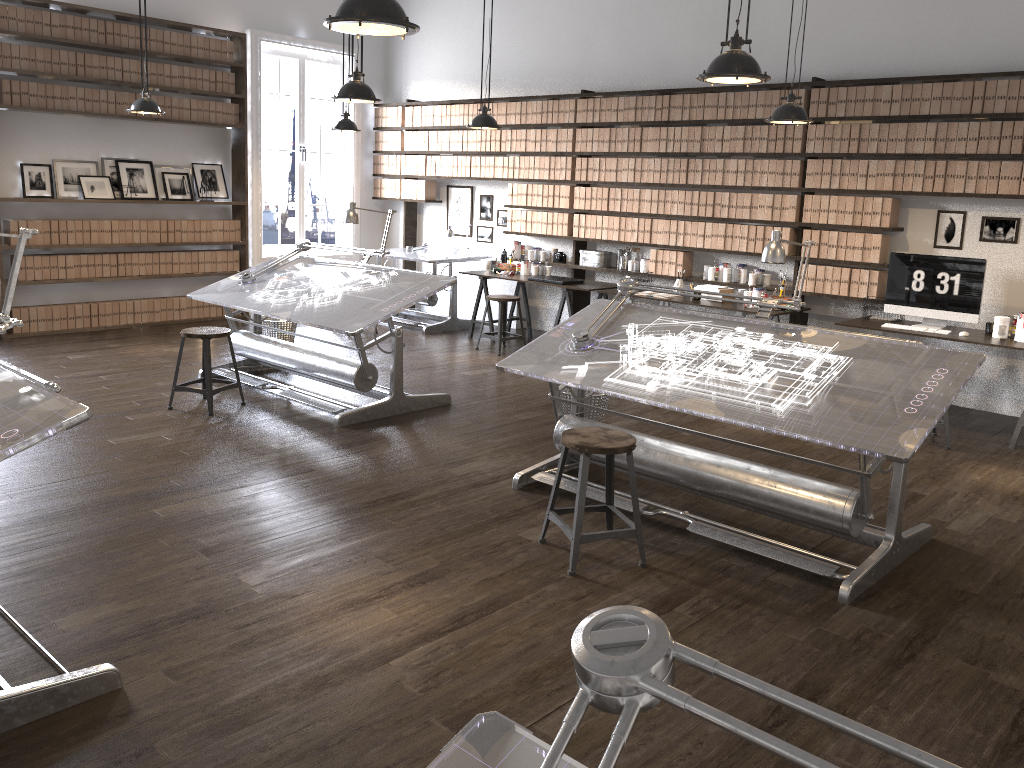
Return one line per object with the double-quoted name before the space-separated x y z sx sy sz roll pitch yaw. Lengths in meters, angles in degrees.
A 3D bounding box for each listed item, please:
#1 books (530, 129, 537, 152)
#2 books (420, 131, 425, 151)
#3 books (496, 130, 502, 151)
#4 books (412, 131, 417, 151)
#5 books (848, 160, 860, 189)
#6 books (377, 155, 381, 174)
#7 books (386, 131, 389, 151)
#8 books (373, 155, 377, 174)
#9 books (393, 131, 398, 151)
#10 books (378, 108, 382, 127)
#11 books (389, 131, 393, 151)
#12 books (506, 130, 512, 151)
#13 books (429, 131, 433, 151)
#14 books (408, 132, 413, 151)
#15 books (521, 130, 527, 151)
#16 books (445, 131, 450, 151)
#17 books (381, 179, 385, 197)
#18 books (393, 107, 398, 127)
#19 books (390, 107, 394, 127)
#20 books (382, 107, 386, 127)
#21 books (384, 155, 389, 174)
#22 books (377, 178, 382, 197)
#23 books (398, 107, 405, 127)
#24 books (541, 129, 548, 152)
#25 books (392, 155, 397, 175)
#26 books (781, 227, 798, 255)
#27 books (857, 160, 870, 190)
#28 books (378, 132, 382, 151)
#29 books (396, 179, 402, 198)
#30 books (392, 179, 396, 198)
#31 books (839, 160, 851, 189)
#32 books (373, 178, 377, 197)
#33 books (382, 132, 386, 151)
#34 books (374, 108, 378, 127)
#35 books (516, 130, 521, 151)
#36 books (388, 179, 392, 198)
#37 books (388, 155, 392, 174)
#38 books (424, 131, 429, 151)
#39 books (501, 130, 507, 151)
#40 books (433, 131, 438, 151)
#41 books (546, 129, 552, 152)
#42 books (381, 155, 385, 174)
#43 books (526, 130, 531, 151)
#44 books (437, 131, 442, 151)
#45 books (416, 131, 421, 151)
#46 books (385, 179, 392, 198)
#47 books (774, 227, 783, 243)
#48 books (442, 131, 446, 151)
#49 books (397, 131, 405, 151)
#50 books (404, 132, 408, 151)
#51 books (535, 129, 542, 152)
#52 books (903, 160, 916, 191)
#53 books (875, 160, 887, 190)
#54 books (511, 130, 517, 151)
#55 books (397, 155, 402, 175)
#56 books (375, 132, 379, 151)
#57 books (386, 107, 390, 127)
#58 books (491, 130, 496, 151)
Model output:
"books" 0.271 -2.468 9.008 0.067 0.223 0.175 11 14 41
"books" -0.963 -2.768 10.129 0.067 0.223 0.175 11 14 41
"books" -0.086 -2.554 9.328 0.067 0.224 0.175 11 14 41
"books" -1.062 -2.790 10.210 0.067 0.224 0.175 11 14 41
"books" 2.682 -1.618 6.862 0.067 0.224 0.175 11 14 41
"books" -1.539 -2.644 10.686 0.067 0.224 0.175 11 14 41
"books" -1.414 -2.883 10.535 0.067 0.223 0.175 11 14 41
"books" -1.593 -2.655 10.726 0.067 0.224 0.175 11 14 41
"books" -1.314 -2.859 10.446 0.067 0.224 0.175 11 14 41
"books" -1.511 -3.178 10.579 0.067 0.224 0.175 11 14 41
"books" -1.368 -2.870 10.487 0.067 0.224 0.175 11 14 41
"books" 0.021 -2.528 9.232 0.067 0.224 0.175 11 14 41
"books" -0.853 -2.742 10.030 0.067 0.224 0.175 11 14 41
"books" -1.115 -2.803 10.258 0.067 0.224 0.175 11 14 41
"books" 0.173 -2.491 9.092 0.067 0.224 0.175 11 14 41
"books" -0.652 -2.691 9.839 0.067 0.224 0.175 11 14 41
"books" -1.486 -2.358 10.675 0.067 0.223 0.175 11 14 41
"books" -1.302 -3.128 10.393 0.067 0.224 0.175 11 14 41
"books" -1.351 -3.141 10.442 0.067 0.224 0.175 11 14 41
"books" -1.455 -3.166 10.534 0.067 0.224 0.175 11 14 41
"books" -1.438 -2.618 10.589 0.067 0.224 0.175 11 14 41
"books" -1.544 -2.370 10.720 0.067 0.224 0.175 11 14 41
"books" -1.248 -3.116 10.346 0.067 0.223 0.175 11 14 41
"books" 0.377 -2.443 8.914 0.067 0.224 0.175 11 14 41
"books" -1.332 -2.592 10.491 0.067 0.224 0.175 11 14 41
"books" 2.288 -1.174 7.288 0.067 0.223 0.175 11 14 41
"books" 2.731 -1.605 6.812 0.067 0.224 0.175 11 14 41
"books" -1.515 -2.907 10.622 0.067 0.224 0.175 11 14 41
"books" -1.288 -2.309 10.491 0.067 0.224 0.175 11 14 41
"books" -1.343 -2.321 10.536 0.067 0.224 0.175 11 14 41
"books" 2.632 -1.631 6.910 0.067 0.224 0.175 11 14 41
"books" -1.596 -2.385 10.774 0.067 0.224 0.175 11 14 41
"books" -1.461 -2.894 10.575 0.067 0.223 0.175 11 14 41
"books" -1.564 -3.191 10.627 0.067 0.224 0.175 11 14 41
"books" 0.128 -2.504 9.141 0.067 0.224 0.175 11 14 41
"books" -1.397 -2.334 10.585 0.067 0.224 0.175 11 14 41
"books" -1.383 -2.606 10.545 0.067 0.224 0.175 11 14 41
"books" -0.912 -2.755 10.076 0.067 0.224 0.175 11 14 41
"books" -0.028 -2.542 9.283 0.067 0.224 0.175 11 14 41
"books" -0.804 -2.729 9.979 0.067 0.224 0.175 11 14 41
"books" 0.429 -2.431 8.869 0.067 0.224 0.175 11 14 41
"books" -1.487 -2.631 10.639 0.067 0.224 0.175 11 14 41
"books" 0.226 -2.480 9.051 0.067 0.223 0.175 11 14 41
"books" -0.749 -2.717 9.935 0.067 0.224 0.175 11 14 41
"books" -1.012 -2.780 10.171 0.067 0.223 0.175 11 14 41
"books" -1.440 -2.346 10.630 0.067 0.223 0.175 11 14 41
"books" 2.230 -1.188 7.338 0.067 0.224 0.175 11 14 41
"books" -0.697 -2.704 9.888 0.067 0.224 0.175 11 14 41
"books" -1.262 -2.847 10.399 0.067 0.224 0.175 11 14 41
"books" -1.166 -2.817 10.308 0.067 0.224 0.175 11 14 41
"books" 0.322 -2.455 8.958 0.067 0.224 0.175 11 14 41
"books" 2.984 -1.545 6.590 0.067 0.224 0.175 11 14 41
"books" 2.833 -1.582 6.725 0.067 0.223 0.175 11 14 41
"books" 0.076 -2.516 9.188 0.067 0.224 0.175 11 14 41
"books" -1.273 -2.580 10.446 0.067 0.223 0.175 11 14 41
"books" -1.564 -2.920 10.671 0.067 0.224 0.175 11 14 41
"books" -1.401 -3.154 10.490 0.067 0.224 0.175 11 14 41
"books" -0.137 -2.568 9.382 0.067 0.223 0.175 11 14 41
